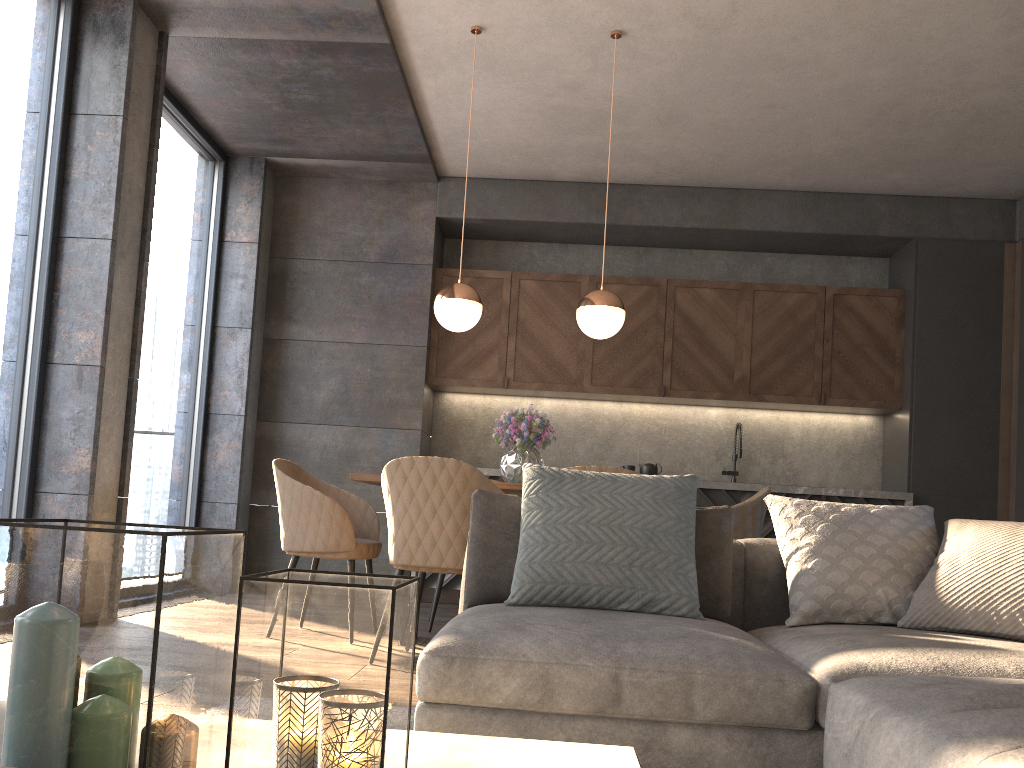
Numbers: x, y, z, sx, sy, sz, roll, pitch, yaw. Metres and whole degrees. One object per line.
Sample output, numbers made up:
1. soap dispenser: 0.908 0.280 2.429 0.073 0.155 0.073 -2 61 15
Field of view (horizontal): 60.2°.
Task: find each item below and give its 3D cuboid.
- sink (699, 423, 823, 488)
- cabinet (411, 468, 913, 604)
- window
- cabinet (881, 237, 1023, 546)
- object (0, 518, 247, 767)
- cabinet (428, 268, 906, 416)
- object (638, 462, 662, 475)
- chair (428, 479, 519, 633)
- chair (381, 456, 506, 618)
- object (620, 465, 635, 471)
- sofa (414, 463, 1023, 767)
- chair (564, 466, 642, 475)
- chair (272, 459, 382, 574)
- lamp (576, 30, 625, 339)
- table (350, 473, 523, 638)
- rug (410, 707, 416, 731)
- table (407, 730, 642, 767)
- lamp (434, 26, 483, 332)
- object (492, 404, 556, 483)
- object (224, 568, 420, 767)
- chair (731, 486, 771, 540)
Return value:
1. sink: 1.722 0.542 6.381 0.962 0.543 0.464 3 -6 3
2. cabinet: 1.012 1.166 6.335 3.390 0.944 0.605 3 -5 3
3. window: -2.257 -0.661 2.423 0.199 2.974 7.335 3 -8 3
4. cabinet: 3.334 0.347 5.971 1.187 2.737 1.211 3 -4 3
5. object: -0.394 0.264 0.839 0.199 0.259 0.198 3 -5 3
6. cabinet: 1.109 -0.309 6.544 3.391 0.860 0.372 3 -4 3
7. object: 1.004 0.639 6.459 0.136 0.136 0.153 6 -7 -24
8. chair: -0.221 0.919 4.823 0.555 0.831 0.514 4 -5 -2
9. chair: -0.294 0.737 3.672 0.554 0.831 0.514 2 -5 12
10. object: 0.850 0.648 6.469 0.090 0.103 0.113 -1 -8 35
11. sofa: 0.787 0.499 1.523 2.022 0.778 2.939 3 -8 3
12. chair: 0.317 0.770 3.644 0.555 0.831 0.514 4 -5 -2
13. chair: -0.901 0.793 4.275 0.510 0.831 0.560 3 -5 8
14. lamp: 0.473 -0.984 4.352 0.240 1.534 0.240 5 -4 -21
15. table: 0.012 0.874 4.223 1.466 0.764 0.776 3 -6 3
16. rug: -0.079 0.773 1.124 1.728 0.020 3.174 3 -9 3
17. table: -0.330 0.536 0.721 0.930 0.307 0.939 3 -8 3
18. lamp: -0.226 -1.021 4.389 0.239 1.534 0.240 3 -4 9
19. object: 0.060 0.296 4.289 0.299 0.406 0.330 6 -6 -26
20. object: -0.185 0.306 0.894 0.148 0.219 0.151 3 -5 3
21. chair: 0.928 0.886 4.151 0.510 0.831 0.560 3 -5 8
